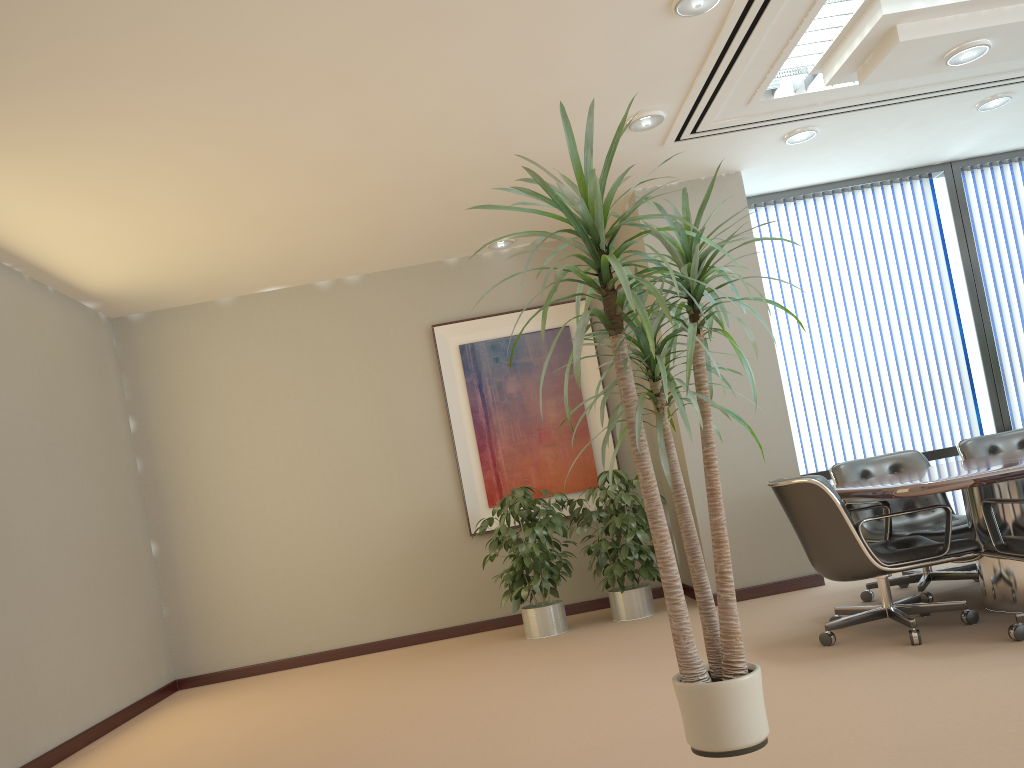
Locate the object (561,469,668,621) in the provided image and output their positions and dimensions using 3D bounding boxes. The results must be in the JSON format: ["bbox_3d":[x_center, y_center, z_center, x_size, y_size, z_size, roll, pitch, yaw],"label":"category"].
[{"bbox_3d":[0.801,1.180,6.539,0.743,1.089,0.795,-12,-4,29],"label":"object"}]

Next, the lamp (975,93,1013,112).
[{"bbox_3d":[3.234,-1.882,5.913,0.227,0.035,0.225,-13,-8,21],"label":"lamp"}]

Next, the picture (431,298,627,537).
[{"bbox_3d":[0.140,0.265,7.178,1.295,1.740,0.058,-10,-1,-2],"label":"picture"}]

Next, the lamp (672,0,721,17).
[{"bbox_3d":[0.824,-1.697,3.918,0.225,0.035,0.227,-11,-7,1],"label":"lamp"}]

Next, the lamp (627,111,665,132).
[{"bbox_3d":[0.783,-1.526,5.146,0.226,0.035,0.225,-12,-8,14],"label":"lamp"}]

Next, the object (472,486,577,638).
[{"bbox_3d":[0.180,1.284,6.450,0.732,1.089,0.807,-9,-4,-21],"label":"object"}]

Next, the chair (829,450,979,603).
[{"bbox_3d":[2.437,0.831,5.314,0.757,0.855,0.860,-10,-4,-8],"label":"chair"}]

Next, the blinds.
[{"bbox_3d":[4.406,-0.404,7.203,4.889,2.899,0.032,-10,-1,-2],"label":"blinds"}]

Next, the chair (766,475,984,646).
[{"bbox_3d":[1.805,0.834,4.449,0.851,0.855,0.764,-10,-4,-3],"label":"chair"}]

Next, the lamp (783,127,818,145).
[{"bbox_3d":[1.920,-1.644,5.862,0.226,0.035,0.225,-12,-8,14],"label":"lamp"}]

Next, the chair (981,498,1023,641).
[{"bbox_3d":[2.459,0.617,3.725,0.753,0.855,0.862,-11,-4,1],"label":"chair"}]

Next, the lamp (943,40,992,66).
[{"bbox_3d":[2.359,-1.706,4.566,0.226,0.035,0.225,-12,-8,14],"label":"lamp"}]

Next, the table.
[{"bbox_3d":[3.753,0.540,4.555,4.064,0.746,1.519,-10,-6,-2],"label":"table"}]

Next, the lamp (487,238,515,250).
[{"bbox_3d":[-0.089,-1.113,7.040,0.225,0.035,0.226,-12,-7,8],"label":"lamp"}]

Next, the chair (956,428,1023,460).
[{"bbox_3d":[3.271,0.685,5.387,0.758,0.855,0.859,-10,-4,-3],"label":"chair"}]

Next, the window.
[{"bbox_3d":[5.789,-0.823,5.924,7.470,2.898,3.509,-17,-8,42],"label":"window"}]

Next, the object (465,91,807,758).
[{"bbox_3d":[0.430,0.147,2.540,0.811,1.825,0.815,-9,-3,-27],"label":"object"}]
